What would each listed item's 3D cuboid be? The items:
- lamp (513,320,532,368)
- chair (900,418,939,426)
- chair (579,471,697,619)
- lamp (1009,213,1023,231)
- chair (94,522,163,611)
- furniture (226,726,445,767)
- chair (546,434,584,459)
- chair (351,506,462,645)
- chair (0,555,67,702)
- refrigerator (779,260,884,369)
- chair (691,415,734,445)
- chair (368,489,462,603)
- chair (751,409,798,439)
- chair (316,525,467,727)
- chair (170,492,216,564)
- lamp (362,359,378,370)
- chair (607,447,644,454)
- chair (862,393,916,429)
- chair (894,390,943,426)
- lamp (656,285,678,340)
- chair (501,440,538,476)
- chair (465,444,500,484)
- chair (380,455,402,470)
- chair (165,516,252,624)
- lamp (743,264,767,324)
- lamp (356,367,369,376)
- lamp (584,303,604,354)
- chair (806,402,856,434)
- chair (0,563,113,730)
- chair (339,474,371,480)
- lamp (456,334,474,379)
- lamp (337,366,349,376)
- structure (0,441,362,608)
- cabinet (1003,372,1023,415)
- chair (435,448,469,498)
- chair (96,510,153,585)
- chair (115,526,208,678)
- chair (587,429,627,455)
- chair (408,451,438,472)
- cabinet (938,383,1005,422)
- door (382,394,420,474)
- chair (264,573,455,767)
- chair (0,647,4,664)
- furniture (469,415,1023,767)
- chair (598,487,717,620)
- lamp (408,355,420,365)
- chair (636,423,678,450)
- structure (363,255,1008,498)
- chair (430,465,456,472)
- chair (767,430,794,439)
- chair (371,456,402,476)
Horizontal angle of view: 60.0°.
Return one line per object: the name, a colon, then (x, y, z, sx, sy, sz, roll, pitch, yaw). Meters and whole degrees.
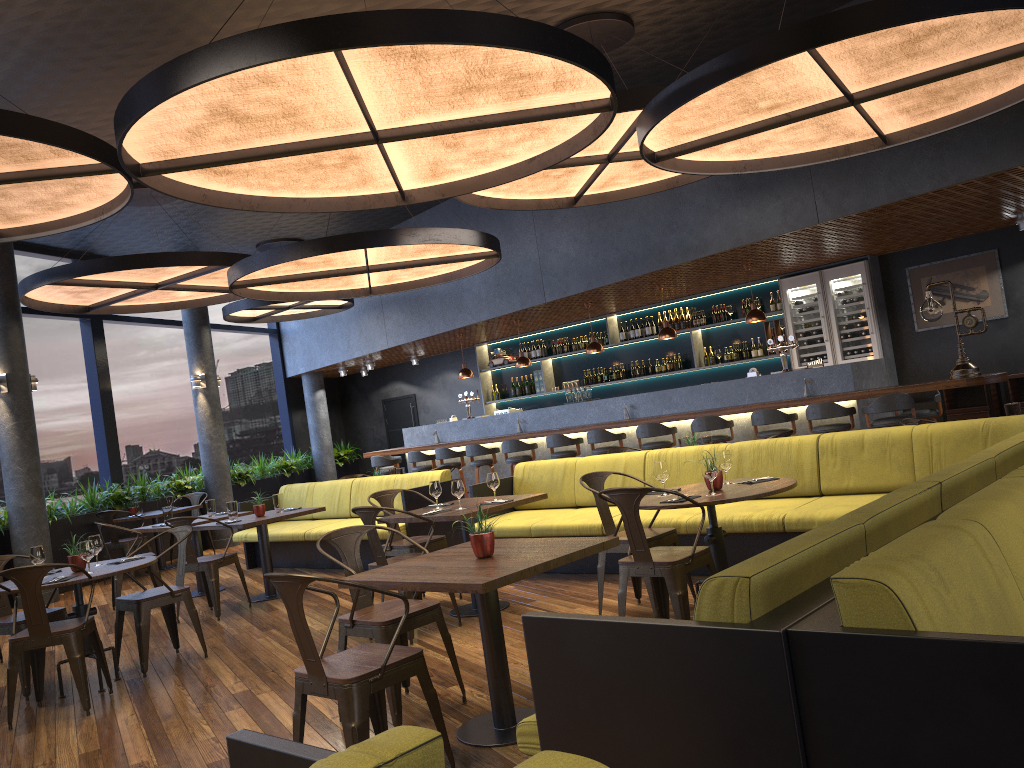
lamp: (0.119, -0.582, 12.777, 0.250, 0.673, 0.250, -8, -2, -15)
chair: (3.190, 0.680, 6.446, 0.541, 0.917, 0.504, -10, -3, 42)
chair: (0.775, 1.005, 5.667, 0.541, 0.917, 0.504, -10, -3, 42)
lamp: (5.479, -1.740, 9.485, 0.228, 0.172, 0.228, -10, -3, 42)
chair: (-3.811, 1.783, 8.841, 0.541, 0.917, 0.504, -7, -2, -29)
furniture: (-2.701, 1.374, 1.582, 4.503, 0.914, 3.372, -10, -3, 42)
chair: (0.741, 1.144, 11.414, 0.483, 1.048, 0.438, -9, -2, 13)
chair: (-0.744, 1.238, 6.002, 0.504, 0.917, 0.541, -10, -3, 42)
chair: (-3.320, 1.614, 6.003, 0.541, 0.917, 0.504, -9, -2, 24)
refrigerator: (4.235, -0.431, 11.486, 1.159, 2.109, 0.454, -10, -3, 42)
chair: (2.297, 0.868, 9.993, 0.438, 1.048, 0.483, -7, -2, -34)
chair: (-0.794, 1.279, 6.981, 0.541, 0.917, 0.504, -10, -3, 42)
chair: (2.867, 0.767, 9.476, 0.483, 1.048, 0.438, -9, -2, 13)
chair: (-0.628, 1.166, 4.405, 0.541, 0.917, 0.504, -10, -3, 42)
chair: (-4.537, 2.016, 12.522, 0.504, 0.917, 0.541, -9, -2, 7)
lamp: (-2.556, -0.345, 15.975, 0.228, 0.172, 0.228, -10, -3, 42)
chair: (1.230, 1.029, 8.267, 0.541, 0.917, 0.504, -10, -3, 42)
chair: (3.714, 0.614, 8.622, 0.483, 1.048, 0.438, -10, -2, 34)
chair: (4.200, 0.560, 9.105, 0.483, 1.048, 0.438, -9, -2, 13)
lamp: (1.909, -0.899, 11.132, 0.250, 0.673, 0.250, -8, -2, -15)
chair: (0.139, 1.245, 11.811, 0.438, 1.048, 0.483, -7, -2, -28)
chair: (-0.365, 1.336, 12.329, 0.438, 1.048, 0.483, -8, -2, -19)
chair: (-2.012, 1.659, 14.734, 0.483, 1.048, 0.438, -8, -2, -19)
chair: (-2.688, 1.583, 7.778, 0.504, 0.917, 0.541, -9, -2, 20)
lamp: (2.792, -1.056, 10.321, 0.250, 0.673, 0.250, -8, -2, -15)
lamp: (-2.895, -0.246, 17.385, 0.228, 0.172, 0.228, -10, -3, 42)
lamp: (1.067, -0.750, 11.906, 0.250, 0.673, 0.250, -8, -2, -15)
chair: (3.277, 0.691, 9.010, 0.438, 1.048, 0.483, -8, -2, -19)
chair: (-2.752, 1.506, 5.299, 0.504, 0.917, 0.541, -8, -2, -9)
chair: (-1.785, 1.560, 10.915, 0.541, 0.917, 0.504, -10, -3, 42)
lamp: (-0.752, -0.427, 13.578, 0.250, 0.673, 0.250, -9, -2, 30)
lamp: (-3.154, -0.238, 16.548, 0.228, 0.172, 0.228, -10, -3, 42)
structure: (-5.596, 1.881, 11.339, 0.808, 1.413, 17.112, -9, -2, 17)
cabinet: (5.946, 0.358, 9.970, 0.553, 1.007, 0.473, -10, -3, 42)
chair: (-0.813, 1.419, 12.845, 0.483, 1.048, 0.438, -9, -2, 13)
chair: (-4.913, 2.027, 11.247, 0.504, 0.917, 0.541, -9, -2, 17)
chair: (-2.474, 1.498, 6.213, 0.504, 0.917, 0.541, -10, -3, 42)
chair: (1.203, 1.059, 10.915, 0.438, 1.048, 0.483, -8, -2, -19)
chair: (-1.257, 1.498, 13.236, 0.483, 1.048, 0.438, -9, -2, 13)
cabinet: (5.439, 0.448, 10.437, 0.553, 1.007, 0.473, -10, -3, 42)
door: (-2.111, 1.267, 17.662, 1.012, 2.056, 0.137, -10, -3, 42)
chair: (-0.620, 1.132, 3.454, 0.504, 0.917, 0.541, -10, -3, 42)
chair: (-4.225, 1.773, 6.803, 0.541, 0.917, 0.504, -8, -2, -18)
furniture: (1.596, 0.844, 4.360, 7.462, 0.914, 4.895, -10, -2, 37)
chair: (0.808, 0.970, 4.785, 0.504, 0.917, 0.541, -10, -3, 42)
lamp: (-1.792, -0.442, 16.371, 0.228, 0.172, 0.228, -10, -3, 42)
chair: (1.767, 0.961, 10.451, 0.483, 1.048, 0.438, -8, -2, 2)
structure: (1.867, 0.171, 12.135, 9.298, 2.700, 2.700, -10, -3, 42)
chair: (-0.863, 1.396, 10.067, 0.541, 0.917, 0.504, -10, -3, 42)
chair: (2.139, 0.868, 7.432, 0.541, 0.917, 0.504, -10, -3, 42)
chair: (-1.888, 1.607, 13.756, 0.483, 1.048, 0.438, -9, -2, 13)
